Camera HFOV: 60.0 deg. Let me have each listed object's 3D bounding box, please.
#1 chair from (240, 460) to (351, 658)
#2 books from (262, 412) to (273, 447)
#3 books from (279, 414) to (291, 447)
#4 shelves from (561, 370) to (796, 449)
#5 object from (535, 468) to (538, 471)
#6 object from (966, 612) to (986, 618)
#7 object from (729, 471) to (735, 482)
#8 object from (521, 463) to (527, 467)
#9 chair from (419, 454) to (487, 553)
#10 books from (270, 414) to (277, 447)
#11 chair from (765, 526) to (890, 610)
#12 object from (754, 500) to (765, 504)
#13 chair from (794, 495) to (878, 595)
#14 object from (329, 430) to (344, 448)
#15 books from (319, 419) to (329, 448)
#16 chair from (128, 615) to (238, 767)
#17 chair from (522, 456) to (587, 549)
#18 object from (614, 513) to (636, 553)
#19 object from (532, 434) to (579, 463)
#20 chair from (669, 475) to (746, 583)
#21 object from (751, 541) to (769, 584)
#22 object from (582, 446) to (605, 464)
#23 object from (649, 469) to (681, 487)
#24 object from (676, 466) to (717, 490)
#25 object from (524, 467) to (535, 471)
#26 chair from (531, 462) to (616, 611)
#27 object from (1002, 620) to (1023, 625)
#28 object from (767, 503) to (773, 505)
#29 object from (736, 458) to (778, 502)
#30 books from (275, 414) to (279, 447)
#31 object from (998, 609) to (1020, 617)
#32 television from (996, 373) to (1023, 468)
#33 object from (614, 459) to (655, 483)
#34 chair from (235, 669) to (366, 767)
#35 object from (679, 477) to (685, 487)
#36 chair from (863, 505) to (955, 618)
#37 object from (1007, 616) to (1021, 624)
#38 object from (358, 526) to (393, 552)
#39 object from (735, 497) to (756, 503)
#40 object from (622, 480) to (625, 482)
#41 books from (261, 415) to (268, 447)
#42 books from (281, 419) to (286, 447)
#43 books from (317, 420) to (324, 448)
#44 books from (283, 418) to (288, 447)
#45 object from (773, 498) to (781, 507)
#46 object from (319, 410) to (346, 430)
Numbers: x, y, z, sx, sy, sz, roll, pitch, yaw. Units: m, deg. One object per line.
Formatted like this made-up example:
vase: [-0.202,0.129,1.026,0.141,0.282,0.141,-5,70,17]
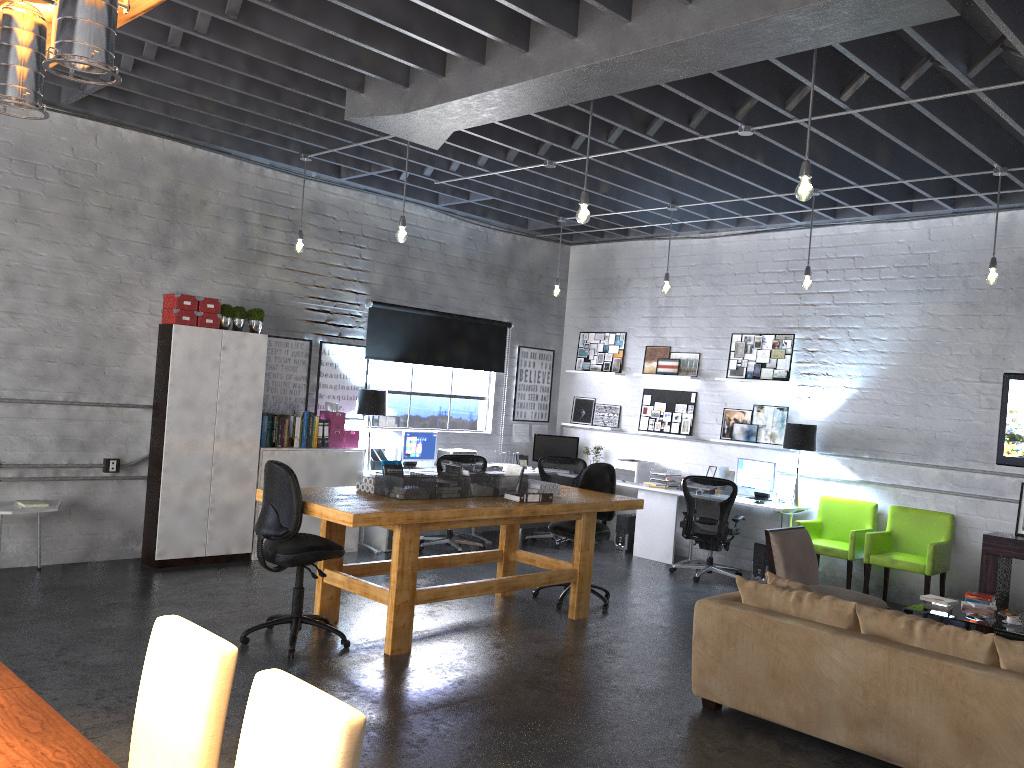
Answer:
chair: [-1.355,1.070,5.708,0.658,1.165,0.687,5,0,43]
books: [-2.311,0.422,8.254,0.180,0.310,0.060,5,0,45]
books: [-2.157,0.441,8.387,0.159,0.298,0.026,5,0,45]
shelves: [1.790,0.249,10.214,3.022,0.694,0.199,4,0,45]
object: [0.492,1.048,10.754,0.422,0.028,0.181,4,-1,5]
object: [3.481,1.730,6.650,0.137,0.031,0.137,5,-1,-19]
object: [2.288,1.062,9.517,0.087,0.259,0.237,5,0,45]
object: [0.119,0.963,10.895,0.088,0.141,0.155,4,0,-30]
chair: [-0.654,1.228,9.320,0.732,1.031,0.752,4,0,-41]
books: [-2.262,0.430,8.272,0.182,0.302,0.034,5,0,45]
chair: [2.282,1.527,6.475,0.724,0.842,0.575,5,0,45]
object: [2.484,1.184,8.903,0.114,0.036,0.058,5,0,-30]
chair: [3.119,1.575,8.575,0.611,0.920,0.516,5,0,45]
object: [-1.796,0.537,8.789,0.213,0.177,0.161,4,0,45]
books: [-1.882,0.481,8.699,0.220,0.271,0.082,5,0,45]
chair: [-1.128,1.158,2.332,0.490,0.959,0.616,5,0,45]
chair: [0.494,1.328,10.231,0.732,1.031,0.752,4,0,-21]
object: [1.398,1.710,10.213,0.180,0.411,0.476,5,0,45]
object: [0.540,0.855,11.086,0.560,0.427,0.147,5,0,-8]
chair: [1.993,1.434,8.954,0.731,1.031,0.753,5,0,14]
object: [2.605,1.793,8.899,0.180,0.411,0.476,5,0,45]
object: [0.983,0.920,10.892,0.297,0.363,0.271,5,0,0]
object: [1.742,1.064,10.074,0.229,0.180,0.316,4,0,45]
object: [2.078,1.037,9.735,0.405,0.280,0.400,4,0,45]
object: [0.208,1.012,10.567,0.130,0.049,0.130,5,0,-28]
chair: [0.582,1.240,7.394,0.658,1.165,0.687,5,0,43]
object: [3.658,1.749,6.480,0.131,0.016,0.131,5,-1,-39]
object: [2.598,1.206,8.904,0.046,0.009,0.121,4,-1,30]
object: [2.573,1.003,9.238,0.212,0.417,0.465,4,0,-40]
books: [-2.254,0.431,8.312,0.182,0.302,0.034,5,0,45]
object: [3.820,1.754,6.810,0.151,0.040,0.151,5,-1,-28]
television: [4.764,0.338,7.345,1.323,0.816,0.021,4,0,44]
object: [1.431,1.015,10.394,0.350,0.235,0.351,4,0,45]
chair: [-0.712,1.187,1.918,0.490,0.959,0.616,5,0,45]
object: [1.924,1.105,9.951,0.093,0.116,0.067,5,0,45]
chair: [3.610,1.609,8.085,0.611,0.920,0.516,5,0,45]
object: [3.662,1.727,6.480,0.081,0.052,0.077,5,0,3]
object: [-1.354,1.482,9.132,0.477,0.411,0.200,4,0,45]
object: [2.276,1.173,9.115,0.421,0.028,0.181,4,-1,40]
object: [1.273,1.109,10.110,0.017,0.016,0.075,5,0,-20]
books: [-2.332,0.431,8.200,0.174,0.286,0.045,5,0,45]
books: [-2.192,0.454,8.345,0.160,0.266,0.026,5,0,45]
books: [-1.925,0.480,8.656,0.060,0.267,0.218,4,0,-40]
books: [-2.171,0.456,8.363,0.160,0.266,0.027,5,0,45]
object: [2.608,1.168,8.747,0.069,0.083,0.090,5,0,44]
object: [-1.782,0.360,8.788,0.214,0.177,0.161,4,0,45]
